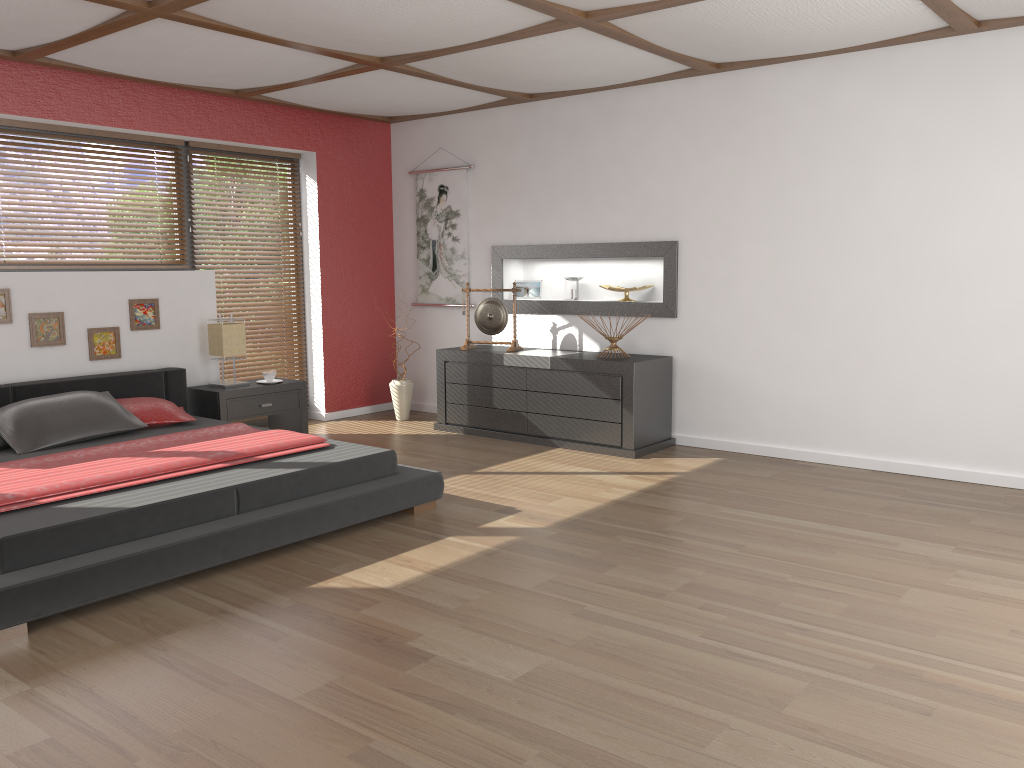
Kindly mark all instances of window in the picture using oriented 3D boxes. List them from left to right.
[{"bbox_3d":[-3.229,-1.099,5.155,0.020,0.786,2.817,5,9,38],"label":"window"},{"bbox_3d":[-2.009,-0.766,6.734,0.020,1.893,0.889,5,9,38],"label":"window"}]

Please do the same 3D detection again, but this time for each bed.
[{"bbox_3d":[-2.052,0.380,4.234,2.413,0.577,2.469,5,9,38],"label":"bed"}]

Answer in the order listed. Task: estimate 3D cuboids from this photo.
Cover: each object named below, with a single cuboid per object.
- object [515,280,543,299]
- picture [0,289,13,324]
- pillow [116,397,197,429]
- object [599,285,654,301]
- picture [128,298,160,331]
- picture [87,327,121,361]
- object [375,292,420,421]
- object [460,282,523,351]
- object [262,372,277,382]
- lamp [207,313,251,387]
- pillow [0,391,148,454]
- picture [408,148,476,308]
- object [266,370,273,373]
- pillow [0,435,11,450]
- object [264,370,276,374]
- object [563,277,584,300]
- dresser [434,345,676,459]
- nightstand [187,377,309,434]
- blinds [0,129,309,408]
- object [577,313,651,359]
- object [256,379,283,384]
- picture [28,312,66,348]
[{"bbox_3d":[0.123,-0.729,6.837,0.226,0.146,0.041,2,8,18],"label":"object"},{"bbox_3d":[-2.943,-0.438,5.023,0.010,0.200,0.200,5,9,38],"label":"picture"},{"bbox_3d":[-2.244,0.177,5.128,0.745,0.172,0.418,-5,9,-32],"label":"pillow"},{"bbox_3d":[0.816,-0.646,6.312,0.350,0.116,0.181,4,8,28],"label":"object"},{"bbox_3d":[-2.376,-0.450,5.736,0.010,0.200,0.200,5,9,38],"label":"picture"},{"bbox_3d":[-2.547,-0.253,5.544,0.010,0.200,0.200,5,9,38],"label":"picture"},{"bbox_3d":[-0.922,-0.219,7.009,0.364,1.035,0.422,1,8,14],"label":"object"},{"bbox_3d":[-0.153,-0.501,6.519,0.490,0.498,0.173,3,8,23],"label":"object"},{"bbox_3d":[-1.687,-0.048,6.169,0.099,0.069,0.099,-4,8,-26],"label":"object"},{"bbox_3d":[-1.924,-0.237,6.001,0.200,0.480,0.200,5,9,38],"label":"lamp"},{"bbox_3d":[-2.384,0.178,4.726,0.386,0.241,0.744,4,9,34],"label":"pillow"},{"bbox_3d":[-0.570,-1.259,7.160,0.701,1.270,0.028,5,9,38],"label":"picture"},{"bbox_3d":[-1.689,-0.086,6.170,0.007,0.007,0.192,0,7,3],"label":"object"},{"bbox_3d":[-2.770,0.277,4.389,0.418,0.172,0.745,1,8,14],"label":"pillow"},{"bbox_3d":[-1.677,-0.084,6.151,0.007,0.007,0.192,1,7,8],"label":"object"},{"bbox_3d":[0.460,-0.710,6.611,0.159,0.171,0.159,-1,7,-2],"label":"object"},{"bbox_3d":[0.257,0.078,6.298,1.740,0.608,0.540,5,9,38],"label":"dresser"},{"bbox_3d":[-1.815,0.211,6.127,0.413,0.423,0.700,5,9,38],"label":"nightstand"},{"bbox_3d":[-3.173,-0.520,5.184,0.032,1.952,4.840,5,9,38],"label":"blinds"},{"bbox_3d":[0.675,-0.319,5.892,0.481,0.282,0.481,0,7,5],"label":"object"},{"bbox_3d":[-1.687,-0.015,6.173,0.179,0.012,0.179,-4,8,-26],"label":"object"},{"bbox_3d":[-2.759,-0.324,5.268,0.010,0.200,0.200,5,9,38],"label":"picture"}]
